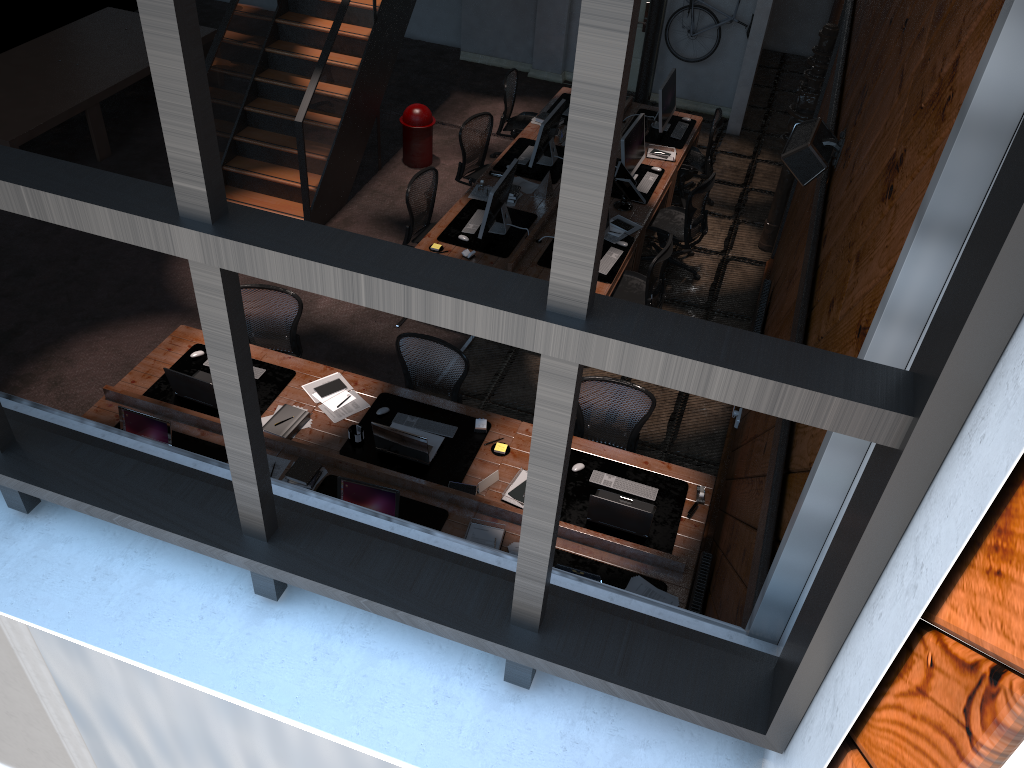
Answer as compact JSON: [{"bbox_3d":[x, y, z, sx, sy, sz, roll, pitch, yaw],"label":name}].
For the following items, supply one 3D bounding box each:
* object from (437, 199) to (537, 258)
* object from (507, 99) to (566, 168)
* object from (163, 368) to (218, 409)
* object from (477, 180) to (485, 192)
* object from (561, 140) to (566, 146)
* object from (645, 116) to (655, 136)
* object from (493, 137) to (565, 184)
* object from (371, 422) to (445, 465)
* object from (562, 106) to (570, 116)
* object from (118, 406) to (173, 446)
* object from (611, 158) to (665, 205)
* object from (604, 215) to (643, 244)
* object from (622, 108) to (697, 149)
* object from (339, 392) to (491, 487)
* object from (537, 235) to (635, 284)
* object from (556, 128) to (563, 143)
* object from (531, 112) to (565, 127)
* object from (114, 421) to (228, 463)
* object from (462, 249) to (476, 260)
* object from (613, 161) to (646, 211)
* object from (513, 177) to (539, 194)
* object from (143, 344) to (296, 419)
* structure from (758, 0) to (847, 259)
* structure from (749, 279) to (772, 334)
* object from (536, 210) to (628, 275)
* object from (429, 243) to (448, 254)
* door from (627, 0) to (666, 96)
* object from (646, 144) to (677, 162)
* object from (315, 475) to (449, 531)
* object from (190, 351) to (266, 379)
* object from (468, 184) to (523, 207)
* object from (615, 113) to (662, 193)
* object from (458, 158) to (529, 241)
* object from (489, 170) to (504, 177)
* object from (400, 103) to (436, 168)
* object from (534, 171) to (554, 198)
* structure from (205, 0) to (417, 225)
[{"bbox_3d":[-0.216,-1.440,8.144,0.687,0.008,0.848,16,42,13],"label":"object"},{"bbox_3d":[0.273,-2.516,9.032,0.735,0.576,0.654,-13,44,-20],"label":"object"},{"bbox_3d":[-2.106,-0.042,6.093,0.390,0.283,0.323,17,42,14],"label":"object"},{"bbox_3d":[-0.299,-1.947,8.683,0.054,0.064,0.159,7,41,3],"label":"object"},{"bbox_3d":[0.756,-2.660,9.649,0.304,0.017,0.467,21,43,17],"label":"object"},{"bbox_3d":[1.399,-2.725,9.550,0.229,0.351,0.135,14,41,10],"label":"object"},{"bbox_3d":[0.260,-2.334,9.237,0.687,0.008,0.848,16,42,13],"label":"object"},{"bbox_3d":[-0.671,0.307,5.795,0.380,0.288,0.320,15,42,12],"label":"object"},{"bbox_3d":[0.850,-3.347,10.066,0.586,0.581,0.692,-13,44,-20],"label":"object"},{"bbox_3d":[-2.360,0.388,5.523,0.380,0.288,0.320,15,42,12],"label":"object"},{"bbox_3d":[1.140,-2.091,9.045,0.687,0.008,0.848,16,42,13],"label":"object"},{"bbox_3d":[0.970,-1.451,8.261,0.304,0.017,0.467,33,48,28],"label":"object"},{"bbox_3d":[1.678,-2.898,10.044,0.687,0.008,0.848,16,42,13],"label":"object"},{"bbox_3d":[-0.640,0.368,5.991,0.848,0.008,0.687,15,42,12],"label":"object"},{"bbox_3d":[0.674,-1.195,7.951,0.687,0.008,0.848,16,42,13],"label":"object"},{"bbox_3d":[0.493,-2.741,9.676,0.129,0.083,0.347,-19,46,-26],"label":"object"},{"bbox_3d":[0.389,-2.967,9.943,0.363,0.065,0.325,34,48,30],"label":"object"},{"bbox_3d":[-2.310,0.530,5.626,0.848,0.008,0.687,15,42,12],"label":"object"},{"bbox_3d":[-0.379,-1.139,7.733,0.106,0.063,0.082,28,45,24],"label":"object"},{"bbox_3d":[1.097,-1.872,8.493,0.304,0.380,0.417,-2,41,-9],"label":"object"},{"bbox_3d":[0.109,-1.974,8.805,0.315,0.002,0.246,27,45,23],"label":"object"},{"bbox_3d":[-2.059,0.008,6.261,0.848,0.008,0.687,15,42,12],"label":"object"},{"bbox_3d":[2.985,-2.568,8.862,0.500,2.745,1.003,19,43,16],"label":"structure"},{"bbox_3d":[2.025,-0.353,7.488,0.073,0.628,1.064,15,42,12],"label":"structure"},{"bbox_3d":[0.704,-1.347,7.716,0.811,0.578,0.663,-7,42,-14],"label":"object"},{"bbox_3d":[-0.659,-1.199,7.800,0.158,0.026,0.154,-13,44,-20],"label":"object"},{"bbox_3d":[1.556,-5.076,11.985,1.013,2.268,0.064,15,42,12],"label":"door"},{"bbox_3d":[1.608,-2.474,9.503,0.316,0.060,0.229,11,41,7],"label":"object"},{"bbox_3d":[-0.891,0.890,5.355,0.848,0.008,0.687,15,42,12],"label":"object"},{"bbox_3d":[-2.063,-0.138,6.404,0.577,0.040,0.139,16,42,12],"label":"object"},{"bbox_3d":[-0.154,-1.872,8.584,0.478,0.098,0.319,14,41,11],"label":"object"},{"bbox_3d":[1.247,-2.295,8.879,0.772,0.578,0.642,-14,44,-21],"label":"object"},{"bbox_3d":[-0.090,-1.616,7.942,0.610,0.573,0.714,15,41,11],"label":"object"},{"bbox_3d":[-0.125,-2.106,8.913,0.215,0.031,0.089,15,42,12],"label":"object"},{"bbox_3d":[-1.103,-2.922,10.377,0.414,0.707,0.414,-14,44,-21],"label":"object"},{"bbox_3d":[0.312,-1.974,8.581,0.165,0.320,0.178,22,43,19],"label":"object"},{"bbox_3d":[-1.417,-4.574,10.273,10.620,4.603,5.793,15,42,12],"label":"structure"}]
